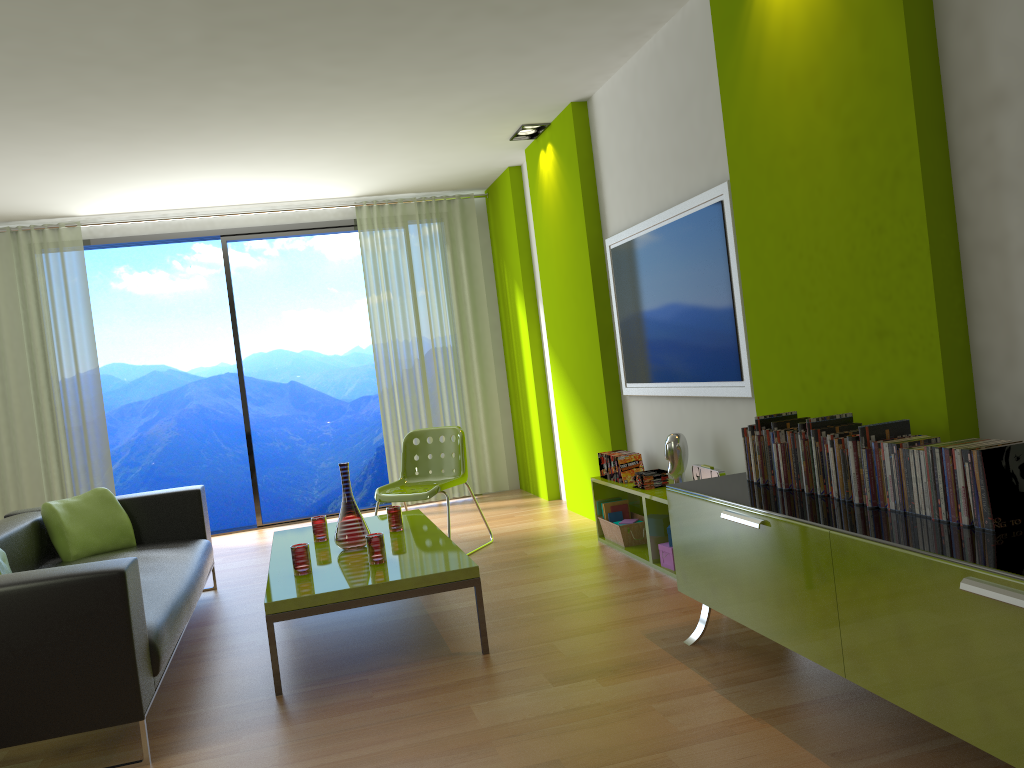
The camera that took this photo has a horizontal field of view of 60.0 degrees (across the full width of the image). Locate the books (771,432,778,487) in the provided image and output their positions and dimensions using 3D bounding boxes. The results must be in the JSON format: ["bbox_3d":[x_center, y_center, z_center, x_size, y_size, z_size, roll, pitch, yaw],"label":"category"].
[{"bbox_3d":[0.978,0.253,3.062,0.163,0.196,0.018,-7,1,-14],"label":"books"}]

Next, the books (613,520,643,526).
[{"bbox_3d":[0.673,0.799,5.031,0.143,0.025,0.182,-7,1,-14],"label":"books"}]

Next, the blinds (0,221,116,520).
[{"bbox_3d":[-3.678,0.078,6.789,1.012,2.568,0.067,-7,1,-14],"label":"blinds"}]

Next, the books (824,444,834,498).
[{"bbox_3d":[1.055,0.263,2.762,0.163,0.173,0.017,-7,1,-14],"label":"books"}]

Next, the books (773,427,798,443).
[{"bbox_3d":[0.982,0.250,3.042,0.163,0.201,0.025,-7,1,-14],"label":"books"}]

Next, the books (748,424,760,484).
[{"bbox_3d":[0.940,0.245,3.192,0.172,0.215,0.030,-7,1,-14],"label":"books"}]

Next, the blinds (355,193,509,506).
[{"bbox_3d":[-0.672,-0.300,7.533,1.012,2.568,0.067,-7,1,-14],"label":"blinds"}]

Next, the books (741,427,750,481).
[{"bbox_3d":[0.928,0.252,3.260,0.163,0.201,0.025,-7,1,-14],"label":"books"}]

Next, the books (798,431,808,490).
[{"bbox_3d":[1.020,0.248,2.895,0.163,0.204,0.033,-7,1,-14],"label":"books"}]

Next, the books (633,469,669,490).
[{"bbox_3d":[0.731,0.502,4.671,0.164,0.078,0.172,-7,1,-15],"label":"books"}]

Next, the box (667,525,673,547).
[{"bbox_3d":[0.831,0.738,4.366,0.102,0.093,0.138,-6,1,21],"label":"box"}]

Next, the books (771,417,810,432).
[{"bbox_3d":[0.980,0.237,3.085,0.144,0.227,0.025,-7,1,-14],"label":"books"}]

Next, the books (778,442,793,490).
[{"bbox_3d":[0.989,0.270,2.988,0.185,0.164,0.025,-7,1,-14],"label":"books"}]

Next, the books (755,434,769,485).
[{"bbox_3d":[0.952,0.261,3.136,0.180,0.183,0.025,-7,1,-14],"label":"books"}]

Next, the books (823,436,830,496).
[{"bbox_3d":[1.054,0.252,2.784,0.151,0.193,0.025,-7,1,-14],"label":"books"}]

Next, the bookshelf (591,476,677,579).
[{"bbox_3d":[0.834,0.722,4.534,0.306,0.378,1.630,-7,1,-14],"label":"bookshelf"}]

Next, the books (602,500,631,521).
[{"bbox_3d":[0.624,0.793,5.223,0.158,0.202,0.051,-7,1,-14],"label":"books"}]

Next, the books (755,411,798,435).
[{"bbox_3d":[0.951,0.229,3.157,0.163,0.246,0.017,-7,1,-14],"label":"books"}]

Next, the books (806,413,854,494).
[{"bbox_3d":[1.030,0.226,2.846,0.163,0.248,0.017,-7,1,-14],"label":"books"}]

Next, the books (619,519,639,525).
[{"bbox_3d":[0.665,0.783,5.047,0.087,0.008,0.110,-6,1,26],"label":"books"}]

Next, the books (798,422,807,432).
[{"bbox_3d":[1.021,0.235,2.925,0.144,0.229,0.025,-7,1,-14],"label":"books"}]

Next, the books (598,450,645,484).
[{"bbox_3d":[0.629,0.471,5.067,0.147,0.150,0.370,-7,1,-14],"label":"books"}]

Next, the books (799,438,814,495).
[{"bbox_3d":[1.020,0.259,2.865,0.180,0.185,0.025,-7,1,-14],"label":"books"}]

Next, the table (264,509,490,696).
[{"bbox_3d":[-0.699,0.931,4.162,0.810,0.349,1.682,-7,1,-14],"label":"table"}]

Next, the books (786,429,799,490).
[{"bbox_3d":[1.003,0.249,2.966,0.163,0.204,0.025,-7,1,-14],"label":"books"}]

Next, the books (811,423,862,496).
[{"bbox_3d":[1.036,0.242,2.809,0.172,0.217,0.031,-7,1,-14],"label":"books"}]

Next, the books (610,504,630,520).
[{"bbox_3d":[0.642,0.801,5.204,0.105,0.182,0.031,-7,1,-14],"label":"books"}]

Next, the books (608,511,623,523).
[{"bbox_3d":[0.612,0.822,5.183,0.086,0.148,0.025,-7,1,-14],"label":"books"}]

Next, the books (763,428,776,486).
[{"bbox_3d":[0.965,0.251,3.110,0.163,0.201,0.032,-7,1,-14],"label":"books"}]

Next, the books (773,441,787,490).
[{"bbox_3d":[0.980,0.271,3.015,0.185,0.162,0.025,-7,1,-14],"label":"books"}]

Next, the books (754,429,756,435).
[{"bbox_3d":[0.951,0.251,3.173,0.161,0.201,0.013,-7,1,-14],"label":"books"}]

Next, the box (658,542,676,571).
[{"bbox_3d":[0.836,0.843,4.374,0.202,0.116,0.135,-7,1,-19],"label":"box"}]

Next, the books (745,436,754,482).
[{"bbox_3d":[0.935,0.267,3.241,0.163,0.171,0.017,-7,1,-14],"label":"books"}]

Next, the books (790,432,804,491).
[{"bbox_3d":[1.009,0.251,2.945,0.163,0.198,0.018,-7,1,-14],"label":"books"}]
